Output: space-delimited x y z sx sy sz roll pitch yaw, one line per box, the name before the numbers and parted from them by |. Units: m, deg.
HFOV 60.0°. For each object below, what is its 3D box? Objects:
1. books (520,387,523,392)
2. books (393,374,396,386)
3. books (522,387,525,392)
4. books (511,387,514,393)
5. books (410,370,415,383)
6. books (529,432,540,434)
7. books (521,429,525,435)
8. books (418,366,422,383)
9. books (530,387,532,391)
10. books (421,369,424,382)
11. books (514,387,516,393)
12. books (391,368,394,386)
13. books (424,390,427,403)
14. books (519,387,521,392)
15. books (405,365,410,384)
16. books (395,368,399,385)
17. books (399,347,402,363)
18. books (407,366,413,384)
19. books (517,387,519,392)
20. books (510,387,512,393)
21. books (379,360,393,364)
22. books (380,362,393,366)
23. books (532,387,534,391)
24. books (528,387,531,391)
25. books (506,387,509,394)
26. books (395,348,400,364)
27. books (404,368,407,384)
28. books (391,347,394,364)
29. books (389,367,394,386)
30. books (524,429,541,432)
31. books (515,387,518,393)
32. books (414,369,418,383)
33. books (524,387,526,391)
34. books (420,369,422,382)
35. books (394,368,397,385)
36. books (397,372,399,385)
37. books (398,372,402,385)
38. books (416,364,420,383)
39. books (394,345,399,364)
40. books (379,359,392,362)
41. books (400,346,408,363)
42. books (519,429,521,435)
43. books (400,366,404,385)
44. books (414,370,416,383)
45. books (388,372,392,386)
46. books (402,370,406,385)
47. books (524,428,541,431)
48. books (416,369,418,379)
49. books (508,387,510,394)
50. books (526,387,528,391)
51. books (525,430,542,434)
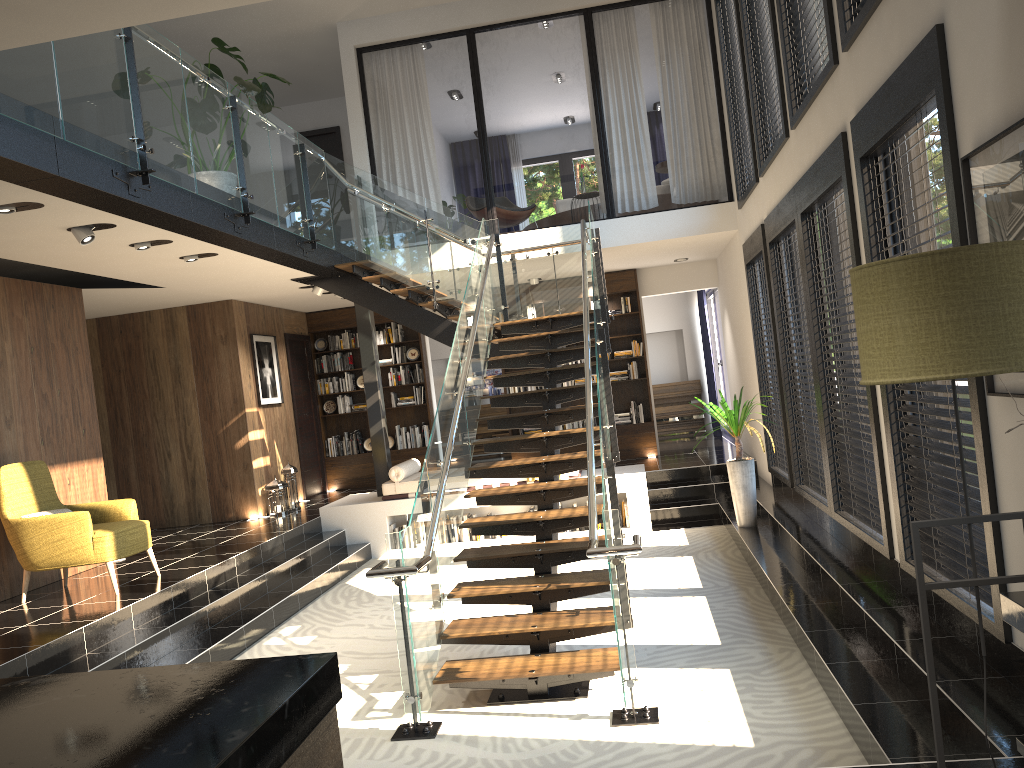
books | 0.143 0.023 12.954 0.024 0.197 0.172 -7 0 8
books | -1.727 -0.066 13.181 0.028 0.180 0.130 -7 0 8
books | 0.165 -0.017 12.954 0.029 0.272 0.152 -7 1 8
books | 0.016 0.037 12.966 0.028 0.199 0.175 -7 0 8
books | -1.465 -0.105 13.159 0.060 0.196 0.119 -7 0 8
books | 0.329 0.724 12.986 0.247 0.026 0.148 -7 0 7
books | 0.143 0.588 12.961 0.028 0.340 0.203 -7 0 8
books | -1.351 -0.144 13.134 0.018 0.246 0.144 -7 0 8
books | 0.283 0.020 12.946 0.027 0.171 0.146 -7 0 8
books | -1.307 -0.124 13.104 0.026 0.196 0.170 -7 0 8
books | 0.041 0.011 12.981 0.023 0.245 0.159 -7 0 8
books | -1.756 -0.109 13.179 0.019 0.272 0.175 -7 0 8
books | -1.261 0.186 13.157 0.021 0.204 0.169 -7 0 8
books | 0.117 0.011 12.966 0.028 0.227 0.136 -7 0 8
books | -1.536 -0.137 13.148 0.037 0.277 0.179 -7 0 8
books | -1.696 -0.107 13.160 0.021 0.253 0.167 -7 0 8
books | -1.642 -0.427 13.207 0.047 0.238 0.225 -7 0 8
books | -1.510 -0.133 13.138 0.016 0.262 0.155 -7 0 8
books | 0.094 0.024 12.969 0.022 0.207 0.130 -7 0 8
books | -0.016 0.000 12.971 0.028 0.282 0.168 -7 0 8
books | -1.898 -0.325 13.256 0.266 0.030 0.209 -7 0 8
books | -1.893 -0.294 13.270 0.239 0.033 0.176 -7 0 5
books | 0.302 -0.025 12.920 0.029 0.256 0.167 -7 0 8
books | 0.250 -0.002 12.938 0.030 0.222 0.189 -7 0 8
books | -0.063 0.033 13.007 0.025 0.227 0.156 -7 0 8
books | -1.680 -0.421 13.194 0.025 0.235 0.232 -7 0 8
books | -1.565 -0.115 13.169 0.030 0.239 0.146 -7 0 8
books | -1.752 -0.427 13.219 0.023 0.264 0.218 -7 0 8
books | -1.776 -0.111 13.199 0.025 0.280 0.145 -7 1 8
books | 0.322 0.675 12.982 0.271 0.025 0.156 -7 0 9
books | 0.064 0.002 12.960 0.029 0.258 0.181 -7 0 8
books | -1.404 -0.119 13.122 0.020 0.209 0.147 -7 0 8
books | 0.195 0.007 12.964 0.021 0.216 0.170 -7 0 8
books | -1.329 -0.123 13.124 0.023 0.200 0.121 -7 0 8
books | -1.712 -0.104 13.171 0.014 0.253 0.169 -7 0 8
books | -1.667 -0.083 13.179 0.026 0.200 0.154 -7 0 8
books | -1.643 -0.084 13.147 0.032 0.195 0.183 -7 0 8
books | -1.373 -0.158 13.114 0.016 0.278 0.201 -7 0 8
books | -1.720 -0.442 13.197 0.049 0.286 0.259 -7 0 8
books | -1.900 -0.350 13.265 0.264 0.021 0.189 -7 0 6
books | -1.605 -0.437 13.186 0.035 0.251 0.196 -7 0 8
books | 0.126 0.625 13.009 0.025 0.270 0.156 -7 1 8
books | -1.620 -0.130 13.163 0.020 0.281 0.153 -7 1 8
books | -1.423 -0.107 13.144 0.026 0.190 0.121 -7 0 8
books | -1.800 -0.073 13.211 0.033 0.211 0.132 -7 0 8
books | -1.594 -0.102 13.150 0.027 0.219 0.139 -7 0 8
books | 0.317 0.647 12.967 0.287 0.030 0.176 -7 0 5
books | -1.387 -0.156 13.134 0.018 0.278 0.114 -7 1 8
books | -0.037 0.024 13.008 0.028 0.237 0.134 -7 1 8
books | 0.222 0.016 12.955 0.033 0.193 0.172 -7 0 8
books | 0.324 0.700 12.970 0.258 0.024 0.167 -7 0 9
